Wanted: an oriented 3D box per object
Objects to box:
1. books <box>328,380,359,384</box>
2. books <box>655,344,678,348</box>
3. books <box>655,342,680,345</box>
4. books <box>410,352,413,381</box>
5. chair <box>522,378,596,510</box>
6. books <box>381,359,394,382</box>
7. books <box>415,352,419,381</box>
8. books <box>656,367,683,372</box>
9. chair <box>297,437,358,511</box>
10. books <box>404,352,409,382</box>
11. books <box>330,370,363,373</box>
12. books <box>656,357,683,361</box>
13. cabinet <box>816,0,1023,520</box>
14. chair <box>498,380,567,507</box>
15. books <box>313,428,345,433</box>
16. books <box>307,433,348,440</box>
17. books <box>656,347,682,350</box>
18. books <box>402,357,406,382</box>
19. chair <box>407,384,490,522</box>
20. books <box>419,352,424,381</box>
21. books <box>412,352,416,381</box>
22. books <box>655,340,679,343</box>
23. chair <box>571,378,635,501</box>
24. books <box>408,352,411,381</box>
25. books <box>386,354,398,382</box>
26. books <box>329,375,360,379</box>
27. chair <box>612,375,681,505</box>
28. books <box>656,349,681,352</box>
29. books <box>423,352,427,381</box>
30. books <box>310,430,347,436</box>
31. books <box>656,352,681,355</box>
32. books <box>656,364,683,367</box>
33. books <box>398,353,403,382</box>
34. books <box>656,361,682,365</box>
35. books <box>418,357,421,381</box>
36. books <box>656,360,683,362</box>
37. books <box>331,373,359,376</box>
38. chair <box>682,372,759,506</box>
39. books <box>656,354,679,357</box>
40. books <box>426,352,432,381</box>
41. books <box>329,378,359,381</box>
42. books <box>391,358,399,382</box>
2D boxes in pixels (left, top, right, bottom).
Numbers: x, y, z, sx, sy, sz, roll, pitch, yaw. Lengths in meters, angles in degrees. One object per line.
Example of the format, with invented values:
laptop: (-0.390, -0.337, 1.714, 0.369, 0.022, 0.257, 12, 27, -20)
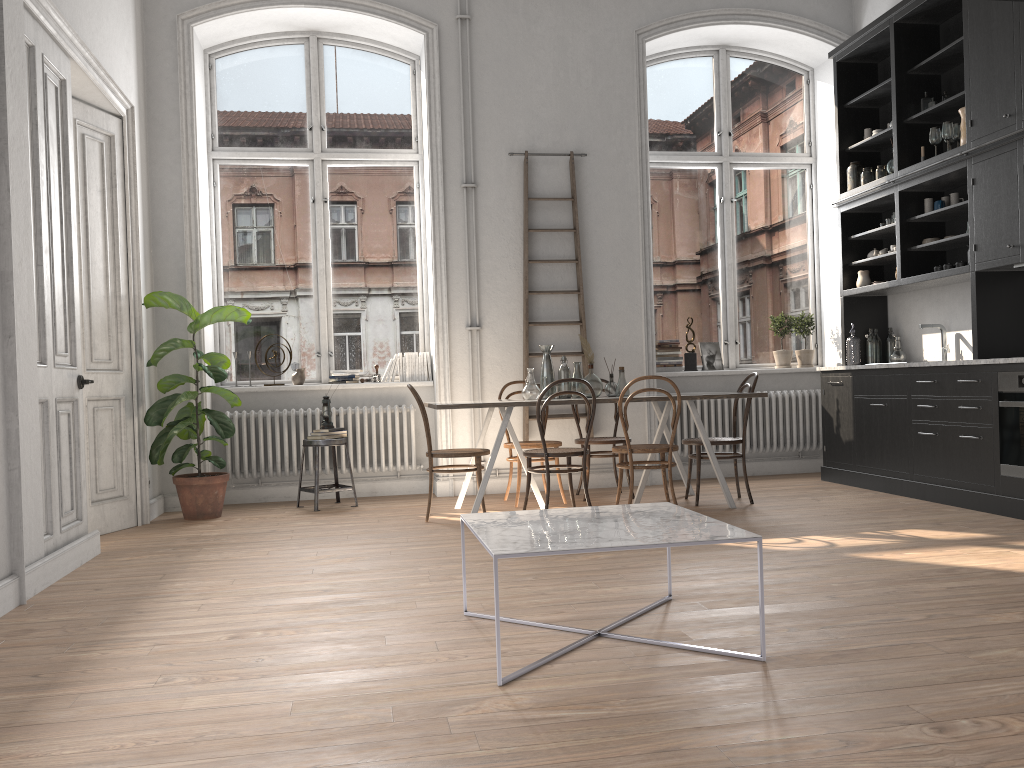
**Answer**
books: (-1.403, -0.014, 7.396, 0.221, 0.023, 0.147, -2, 0, 39)
books: (1.355, -0.335, 7.878, 0.231, 0.023, 0.162, -2, 0, 6)
books: (1.367, -0.357, 7.880, 0.205, 0.020, 0.155, -2, 0, -10)
books: (-0.854, -0.143, 7.519, 0.019, 0.244, 0.174, -2, 0, -10)
chair: (0.299, 0.425, 5.761, 0.438, 0.920, 0.549, -2, 0, -14)
books: (-1.050, -0.113, 7.472, 0.105, 0.194, 0.155, -2, 0, -11)
books: (-0.809, -0.144, 7.510, 0.019, 0.244, 0.174, -2, 0, -10)
books: (1.362, -0.127, 7.868, 0.248, 0.043, 0.192, -2, 0, -10)
chair: (-1.423, 0.680, 6.798, 0.364, 0.523, 0.360, -2, 0, -36)
books: (-0.891, -0.141, 7.486, 0.024, 0.243, 0.175, -2, 0, -10)
books: (-1.377, -0.105, 7.404, 0.244, 0.019, 0.174, -2, 0, 0)
books: (1.367, -0.223, 7.885, 0.245, 0.028, 0.193, -2, 0, -15)
cabinet: (3.101, -1.001, 5.872, 0.635, 3.583, 3.250, -2, 0, -10)
chair: (0.143, 0.430, 6.688, 0.438, 0.920, 0.549, -2, 0, -12)
books: (-1.410, 0.356, 6.837, 0.147, 0.027, 0.221, -2, 0, 22)
books: (-1.421, 0.405, 6.831, 0.194, 0.034, 0.246, -2, 0, 30)
books: (1.364, -0.314, 7.880, 0.243, 0.019, 0.174, -2, 0, -10)
books: (-0.914, -0.122, 7.493, 0.020, 0.205, 0.155, -2, 0, -10)
chair: (-0.425, 0.449, 6.049, 0.549, 0.921, 0.438, -2, 0, -2)
books: (-0.768, -0.146, 7.539, 0.024, 0.243, 0.175, -2, 0, -10)
books: (-0.834, -0.143, 7.528, 0.024, 0.243, 0.175, -2, 0, -10)
books: (1.360, -0.378, 7.888, 0.201, 0.024, 0.159, -2, 0, -20)
chair: (0.694, 0.412, 6.865, 0.438, 0.920, 0.549, -2, 0, -3)
books: (-0.871, -0.142, 7.499, 0.019, 0.244, 0.174, -2, 0, -10)
books: (-1.011, -0.134, 7.474, 0.100, 0.235, 0.174, -2, 0, -10)
books: (-1.395, -0.058, 7.392, 0.221, 0.023, 0.147, -2, 0, 6)
chair: (0.882, 0.406, 5.827, 0.438, 0.920, 0.549, -2, 0, 1)
books: (1.370, -0.293, 7.880, 0.205, 0.022, 0.155, -2, 0, -15)
books: (-0.740, -0.147, 7.524, 0.024, 0.243, 0.175, -2, 0, -10)
books: (-1.411, 0.378, 6.836, 0.232, 0.029, 0.163, -2, 0, -39)
books: (1.373, -0.271, 7.887, 0.222, 0.024, 0.158, -2, 0, -10)
books: (1.363, -0.160, 7.867, 0.249, 0.023, 0.175, -2, 0, -14)
books: (-0.944, -0.140, 7.509, 0.024, 0.243, 0.175, -2, 0, -10)
books: (1.362, -0.183, 7.867, 0.249, 0.023, 0.175, -2, 0, -9)
books: (-0.787, -0.126, 7.515, 0.020, 0.205, 0.155, -2, 0, -10)
books: (1.369, -0.202, 7.884, 0.255, 0.014, 0.192, -2, 0, -7)
books: (-1.392, -0.079, 7.381, 0.205, 0.020, 0.155, -2, 0, -20)
chair: (1.497, 0.385, 6.364, 0.549, 0.921, 0.438, -2, 0, 3)
books: (1.371, -0.248, 7.881, 0.205, 0.022, 0.155, -2, 0, 4)
books: (-0.709, -0.148, 7.527, 0.040, 0.244, 0.174, -2, 0, -10)
books: (-1.397, -0.036, 7.393, 0.205, 0.022, 0.155, -2, 0, 10)
books: (-0.986, -0.119, 7.480, 0.072, 0.203, 0.155, -2, 0, -10)
